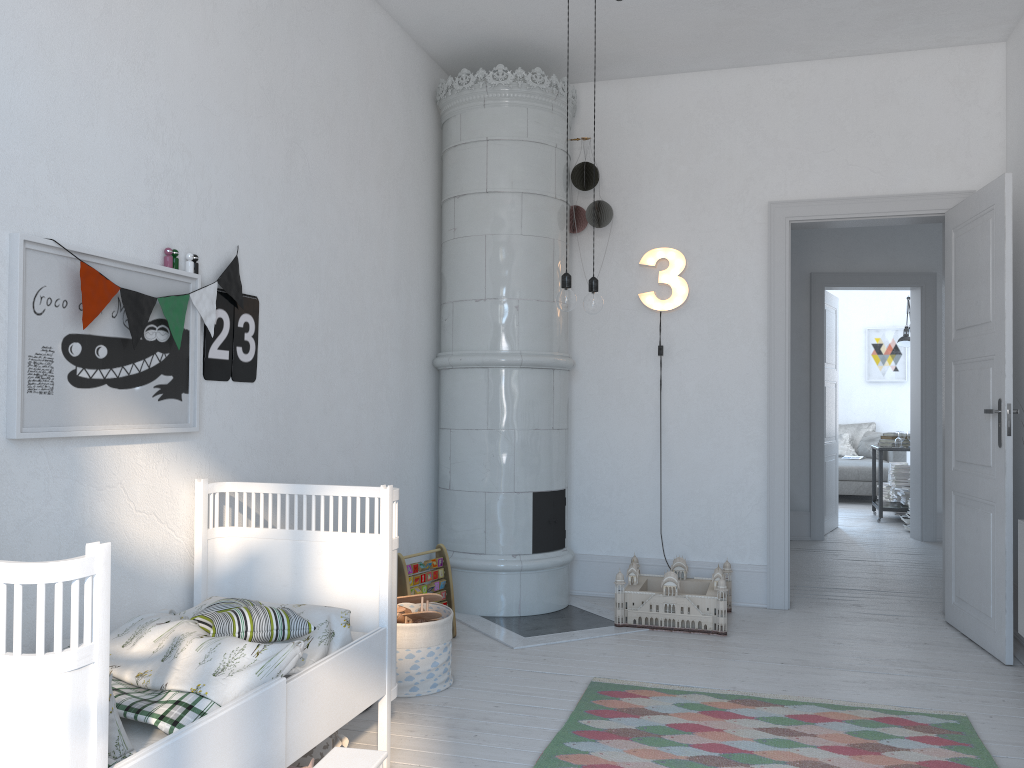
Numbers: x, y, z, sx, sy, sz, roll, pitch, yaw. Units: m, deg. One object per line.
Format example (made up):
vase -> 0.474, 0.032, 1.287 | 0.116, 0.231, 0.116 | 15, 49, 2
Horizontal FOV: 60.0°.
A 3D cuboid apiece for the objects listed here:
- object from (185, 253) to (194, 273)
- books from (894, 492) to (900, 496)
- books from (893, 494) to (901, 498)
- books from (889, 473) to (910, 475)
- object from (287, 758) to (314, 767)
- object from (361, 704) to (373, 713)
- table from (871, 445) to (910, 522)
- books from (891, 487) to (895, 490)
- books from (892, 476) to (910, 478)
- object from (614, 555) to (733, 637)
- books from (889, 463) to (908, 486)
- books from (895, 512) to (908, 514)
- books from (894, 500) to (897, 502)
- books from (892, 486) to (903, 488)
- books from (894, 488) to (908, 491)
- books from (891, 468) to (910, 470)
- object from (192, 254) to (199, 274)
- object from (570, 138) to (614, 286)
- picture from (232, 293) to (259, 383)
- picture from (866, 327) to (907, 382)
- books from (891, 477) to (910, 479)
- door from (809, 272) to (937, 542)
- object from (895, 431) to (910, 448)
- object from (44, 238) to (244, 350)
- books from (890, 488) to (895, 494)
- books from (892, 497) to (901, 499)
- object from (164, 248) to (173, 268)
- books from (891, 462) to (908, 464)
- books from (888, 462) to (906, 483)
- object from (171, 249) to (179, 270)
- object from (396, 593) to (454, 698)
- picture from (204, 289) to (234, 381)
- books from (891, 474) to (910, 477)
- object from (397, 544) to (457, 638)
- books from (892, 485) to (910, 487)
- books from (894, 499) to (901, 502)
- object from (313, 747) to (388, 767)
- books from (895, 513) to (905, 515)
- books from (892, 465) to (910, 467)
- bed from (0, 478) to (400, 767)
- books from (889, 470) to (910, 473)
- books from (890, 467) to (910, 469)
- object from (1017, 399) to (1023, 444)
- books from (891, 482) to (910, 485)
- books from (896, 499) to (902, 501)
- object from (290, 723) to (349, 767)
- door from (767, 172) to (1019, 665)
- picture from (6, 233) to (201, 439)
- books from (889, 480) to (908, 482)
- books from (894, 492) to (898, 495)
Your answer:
object -> -1.002, -0.376, 2.757 | 0.025, 0.064, 0.025 | 0, -1, 12
books -> 3.975, 1.121, 9.008 | 0.161, 0.013, 0.254 | 0, -2, 21
books -> 3.983, 1.138, 8.999 | 0.174, 0.021, 0.273 | 0, -1, 16
books -> 4.026, 0.935, 9.217 | 0.182, 0.041, 0.289 | 0, -1, 16
object -> -0.521, 1.044, 2.252 | 0.254, 0.151, 0.125 | 0, -1, 15
object -> -0.668, 0.883, 3.161 | 0.345, 0.513, 0.346 | 0, -1, 7
table -> 3.803, 0.956, 8.539 | 0.602, 0.702, 0.638 | 0, -1, 16
books -> 4.071, 1.093, 9.299 | 0.161, 0.012, 0.254 | 0, -2, 21
books -> 4.047, 0.967, 9.209 | 0.161, 0.034, 0.254 | 0, -1, 16
object -> 0.821, 1.036, 4.455 | 0.539, 0.298, 0.539 | 0, -1, 16
books -> 4.117, 0.968, 9.437 | 0.174, 0.242, 0.105 | 0, -1, 16
books -> 3.988, 1.293, 9.012 | 0.182, 0.016, 0.288 | 0, -2, 21
books -> 3.973, 1.194, 9.009 | 0.167, 0.017, 0.263 | 0, -2, 21
books -> 4.044, 1.070, 9.203 | 0.161, 0.034, 0.254 | 0, -1, 16
books -> 3.974, 1.070, 9.003 | 0.161, 0.012, 0.254 | 0, -2, 26
books -> 4.043, 0.890, 9.214 | 0.174, 0.044, 0.274 | 0, -1, 16
object -> -0.996, -0.375, 2.781 | 0.025, 0.064, 0.025 | 0, -1, 9
object -> 0.394, -0.936, 4.901 | 0.196, 0.826, 0.386 | 1, -1, -30
picture -> -0.921, -0.159, 3.067 | 0.013, 0.305, 0.153 | 0, -1, 16
picture -> 4.899, -0.384, 11.601 | 0.493, 0.703, 0.030 | 0, -1, 16
books -> 4.038, 0.978, 9.199 | 0.159, 0.037, 0.285 | 0, -1, 16
door -> 2.935, 0.195, 7.591 | 1.005, 2.177, 0.856 | 0, -1, 2
object -> 3.757, 0.528, 8.482 | 0.210, 0.154, 0.165 | 0, -1, 6
object -> -1.042, -0.299, 2.613 | 0.058, 0.415, 0.905 | 0, -1, 16
books -> 4.070, 1.126, 9.313 | 0.176, 0.025, 0.331 | 0, -2, 21
books -> 3.966, 1.154, 9.000 | 0.161, 0.013, 0.256 | 0, -2, 31
object -> -1.033, -0.378, 2.664 | 0.025, 0.064, 0.025 | 0, -1, 12
books -> 4.135, 0.957, 9.473 | 0.172, 0.239, 0.093 | 0, -1, 16
books -> 4.137, 0.952, 9.518 | 0.172, 0.235, 0.112 | 0, -1, 16
object -> -1.024, -0.377, 2.691 | 0.025, 0.064, 0.025 | 0, -1, 14
object -> -0.413, 0.971, 3.425 | 0.378, 0.367, 0.379 | 1, -1, -14
picture -> -0.965, -0.161, 2.920 | 0.010, 0.301, 0.152 | 0, -1, 16
books -> 4.041, 0.953, 9.220 | 0.167, 0.040, 0.263 | 0, -1, 16
object -> -0.410, 0.952, 3.985 | 0.163, 0.424, 0.335 | 0, -1, 31
books -> 4.044, 1.056, 9.189 | 0.159, 0.037, 0.285 | 0, -1, 16
books -> 3.977, 1.178, 8.999 | 0.161, 0.012, 0.254 | 0, -1, 16
object -> -0.340, 0.991, 1.948 | 0.288, 0.245, 0.332 | 0, -1, 11
books -> 3.989, 1.313, 8.995 | 0.182, 0.016, 0.288 | 0, -2, 26
books -> 4.053, 0.854, 9.207 | 0.182, 0.041, 0.289 | 0, -1, 16
bed -> -0.839, 0.698, 2.131 | 0.670, 0.832, 1.404 | 0, -1, 16
books -> 4.021, 0.911, 9.196 | 0.180, 0.053, 0.297 | 0, -1, 16
books -> 4.043, 0.871, 9.214 | 0.182, 0.041, 0.289 | 0, -1, 16
object -> 2.006, 0.298, 3.309 | 0.258, 0.484, 0.406 | 0, -1, 15
books -> 4.036, 1.037, 9.196 | 0.176, 0.053, 0.331 | 0, -1, 16
books -> 3.990, 1.166, 9.002 | 0.159, 0.012, 0.285 | 0, -2, 26
object -> -0.659, 1.045, 2.601 | 0.360, 0.163, 0.242 | 1, -1, -9
door -> 1.778, 0.105, 4.326 | 1.022, 2.177, 1.041 | 0, -1, 16
picture -> -1.093, -0.106, 2.454 | 0.030, 0.492, 0.703 | 0, -1, 16
books -> 4.021, 1.004, 9.199 | 0.182, 0.041, 0.289 | 0, -1, 16
books -> 3.987, 1.102, 9.004 | 0.176, 0.025, 0.331 | 0, -2, 26
